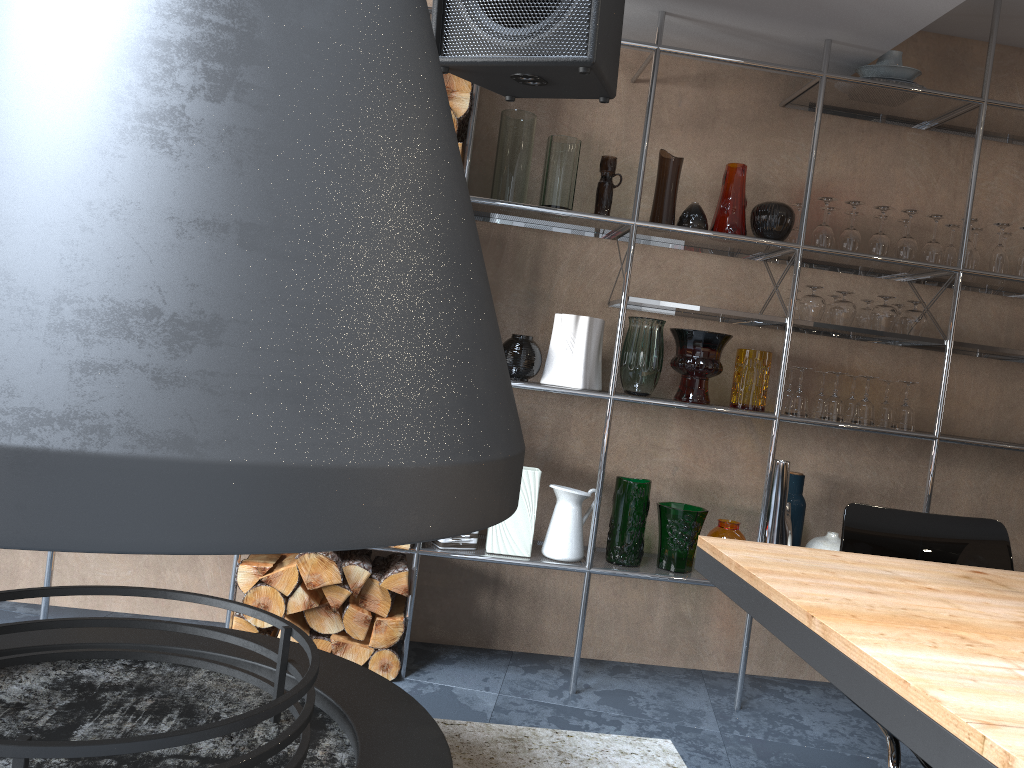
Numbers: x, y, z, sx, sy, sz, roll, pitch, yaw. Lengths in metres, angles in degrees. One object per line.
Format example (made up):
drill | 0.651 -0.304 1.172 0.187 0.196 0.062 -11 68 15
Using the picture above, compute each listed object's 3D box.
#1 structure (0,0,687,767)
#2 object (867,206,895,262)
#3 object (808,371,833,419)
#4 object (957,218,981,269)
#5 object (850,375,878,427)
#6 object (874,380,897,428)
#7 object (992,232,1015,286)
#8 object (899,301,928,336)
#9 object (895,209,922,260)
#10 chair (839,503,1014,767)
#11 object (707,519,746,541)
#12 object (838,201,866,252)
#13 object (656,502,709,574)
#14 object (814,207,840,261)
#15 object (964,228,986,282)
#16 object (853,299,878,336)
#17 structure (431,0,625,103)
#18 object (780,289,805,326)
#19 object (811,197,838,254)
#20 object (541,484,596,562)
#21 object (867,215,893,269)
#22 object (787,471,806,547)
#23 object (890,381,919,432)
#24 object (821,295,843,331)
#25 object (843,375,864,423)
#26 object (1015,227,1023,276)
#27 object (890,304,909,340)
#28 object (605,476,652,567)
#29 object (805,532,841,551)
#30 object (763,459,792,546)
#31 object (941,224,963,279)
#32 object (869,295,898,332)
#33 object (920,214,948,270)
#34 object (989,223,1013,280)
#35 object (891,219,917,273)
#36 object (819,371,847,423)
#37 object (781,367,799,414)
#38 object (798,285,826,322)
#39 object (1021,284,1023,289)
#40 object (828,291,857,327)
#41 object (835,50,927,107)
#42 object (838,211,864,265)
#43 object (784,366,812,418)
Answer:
structure | -0.084 -1.847 1.300 1.689 5.700 1.197 7 1 -5
object | 1.270 -0.515 3.057 0.071 0.184 0.070 7 2 -29
object | 1.125 0.041 3.226 0.081 0.170 0.081 7 1 -10
object | 1.587 -0.478 3.091 0.060 0.191 0.060 8 1 20
object | 1.231 0.059 3.086 0.081 0.170 0.081 7 1 -10
object | 1.368 0.072 3.244 0.081 0.170 0.081 8 1 20
object | 1.793 -0.455 3.243 0.060 0.191 0.060 8 2 31
object | 1.399 -0.224 3.088 0.092 0.124 0.092 8 2 20
object | 1.365 -0.503 3.058 0.071 0.184 0.070 7 2 -29
chair | 0.994 0.733 1.984 0.527 0.825 0.599 7 1 -5
object | 0.736 0.567 3.060 0.145 0.188 0.145 7 1 -14
object | 1.163 -0.529 3.037 0.071 0.184 0.070 7 2 -29
object | 0.575 0.530 3.053 0.161 0.219 0.157 9 2 41
object | 1.128 -0.537 3.181 0.071 0.184 0.070 7 2 -29
object | 1.682 -0.470 3.232 0.060 0.191 0.060 8 1 20
object | 1.292 -0.242 3.232 0.092 0.124 0.092 8 2 20
structure | 0.094 -1.162 2.401 0.460 0.744 0.506 8 2 20
object | 1.018 -0.277 3.206 0.092 0.124 0.092 8 2 20
object | 1.068 -0.541 3.035 0.071 0.184 0.070 7 2 -29
object | 0.191 0.467 3.017 0.146 0.245 0.171 8 2 25
object | 1.329 -0.512 3.207 0.071 0.184 0.070 7 2 -29
object | 1.008 0.505 3.224 0.099 0.372 0.099 9 2 43
object | 1.371 0.077 3.091 0.081 0.170 0.081 8 1 20
object | 1.168 -0.258 3.220 0.092 0.124 0.092 8 2 20
object | 1.235 0.056 3.221 0.081 0.170 0.081 7 1 -10
object | 1.800 -0.451 3.111 0.060 0.191 0.060 8 1 20
object | 1.411 -0.227 3.243 0.092 0.124 0.092 8 2 20
object | 0.400 0.469 3.042 0.130 0.295 0.125 8 1 19
object | 1.112 0.614 3.106 0.177 0.188 0.177 8 2 36
object | 0.927 0.474 3.085 0.129 0.420 0.129 7 1 -2
object | 1.594 -0.481 3.224 0.060 0.191 0.060 8 1 20
object | 1.281 -0.239 3.056 0.092 0.124 0.092 8 2 20
object | 1.466 -0.491 3.083 0.071 0.184 0.070 7 2 -29
object | 1.704 -0.463 3.102 0.060 0.191 0.060 8 1 20
object | 1.421 -0.500 3.222 0.071 0.184 0.070 7 2 -29
object | 1.121 0.045 3.081 0.081 0.170 0.081 7 1 -10
object | 1.003 0.026 3.211 0.081 0.170 0.081 8 1 20
object | 1.028 -0.271 3.038 0.092 0.124 0.092 8 2 20
object | 1.903 -0.441 3.253 0.060 0.191 0.060 8 1 20
object | 1.148 -0.257 3.078 0.092 0.124 0.092 8 2 20
object | 1.312 -1.081 3.139 0.311 0.164 0.322 7 2 -17
object | 1.224 -0.525 3.207 0.071 0.184 0.070 7 2 -29
object | 0.990 0.028 3.055 0.081 0.170 0.081 8 1 20
